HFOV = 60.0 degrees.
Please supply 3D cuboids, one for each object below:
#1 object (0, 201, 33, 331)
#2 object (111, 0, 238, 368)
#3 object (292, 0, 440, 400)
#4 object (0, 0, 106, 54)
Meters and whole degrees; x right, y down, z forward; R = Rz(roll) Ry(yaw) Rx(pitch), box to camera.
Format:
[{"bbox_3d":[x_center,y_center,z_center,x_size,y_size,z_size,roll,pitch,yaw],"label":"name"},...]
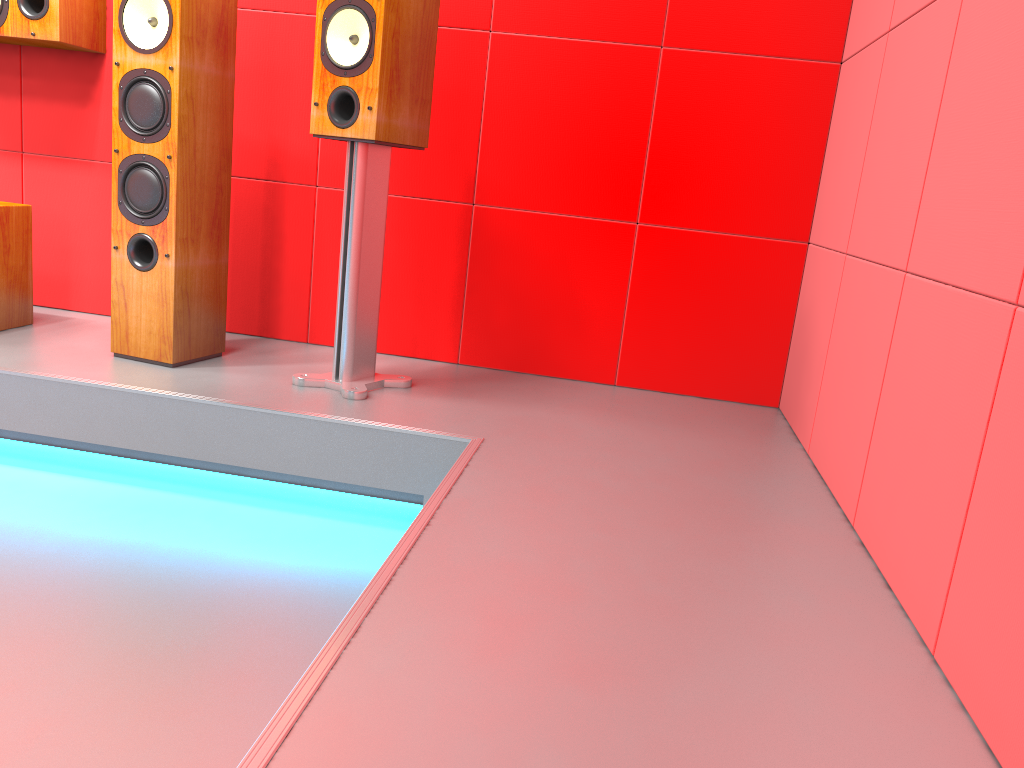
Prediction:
[{"bbox_3d":[-1.647,-0.344,2.521,0.360,0.360,0.360,8,13,7],"label":"object"},{"bbox_3d":[-0.912,-0.588,2.383,0.203,1.052,0.238,10,13,17],"label":"object"},{"bbox_3d":[-0.375,-0.511,2.295,0.231,1.058,0.265,13,14,26],"label":"object"},{"bbox_3d":[-1.514,-1.173,2.659,0.493,0.271,0.235,8,13,7],"label":"object"}]
